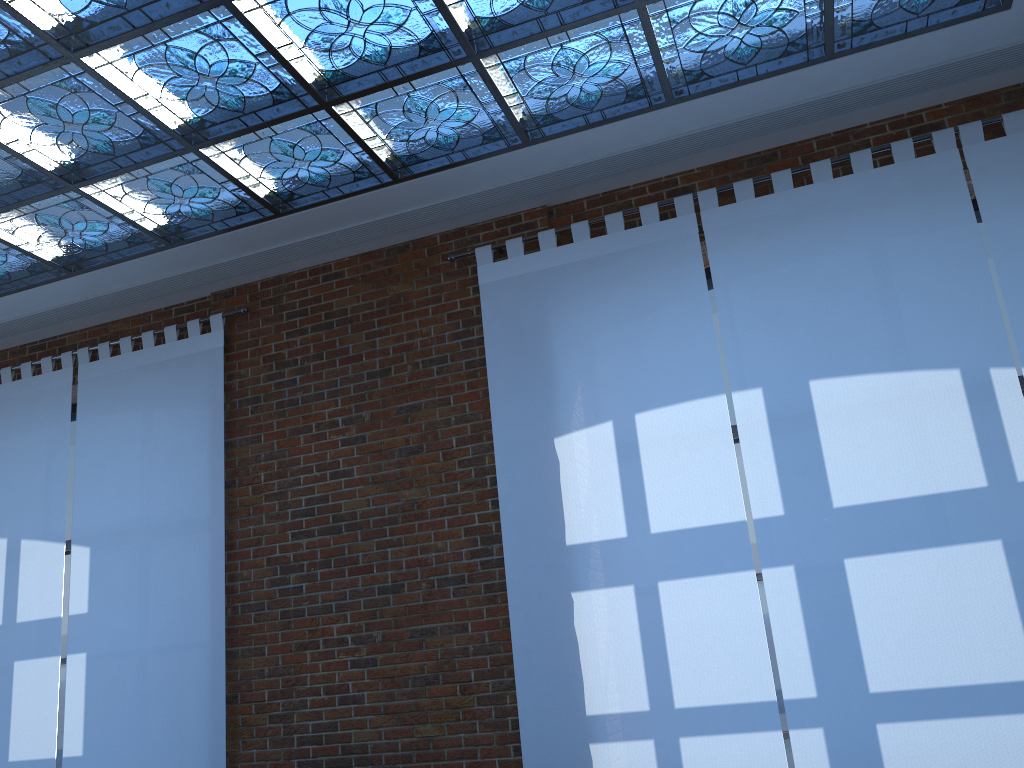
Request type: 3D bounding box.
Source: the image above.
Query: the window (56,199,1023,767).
[{"bbox_3d":[-0.568,1.351,5.557,9.641,3.571,0.161,-11,-17,17],"label":"window"}]

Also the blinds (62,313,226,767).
[{"bbox_3d":[-2.317,1.417,5.580,1.221,3.717,0.040,-11,-17,18],"label":"blinds"}]

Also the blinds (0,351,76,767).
[{"bbox_3d":[-3.505,1.657,5.960,1.221,3.717,0.040,-11,-17,18],"label":"blinds"}]

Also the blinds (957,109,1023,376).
[{"bbox_3d":[3.101,0.325,3.846,1.361,3.717,0.040,-11,-17,18],"label":"blinds"}]

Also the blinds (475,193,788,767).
[{"bbox_3d":[0.571,0.835,4.656,1.318,3.717,0.040,-11,-17,18],"label":"blinds"}]

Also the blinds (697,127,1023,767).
[{"bbox_3d":[1.829,0.581,4.253,1.322,3.717,0.040,-11,-17,18],"label":"blinds"}]
